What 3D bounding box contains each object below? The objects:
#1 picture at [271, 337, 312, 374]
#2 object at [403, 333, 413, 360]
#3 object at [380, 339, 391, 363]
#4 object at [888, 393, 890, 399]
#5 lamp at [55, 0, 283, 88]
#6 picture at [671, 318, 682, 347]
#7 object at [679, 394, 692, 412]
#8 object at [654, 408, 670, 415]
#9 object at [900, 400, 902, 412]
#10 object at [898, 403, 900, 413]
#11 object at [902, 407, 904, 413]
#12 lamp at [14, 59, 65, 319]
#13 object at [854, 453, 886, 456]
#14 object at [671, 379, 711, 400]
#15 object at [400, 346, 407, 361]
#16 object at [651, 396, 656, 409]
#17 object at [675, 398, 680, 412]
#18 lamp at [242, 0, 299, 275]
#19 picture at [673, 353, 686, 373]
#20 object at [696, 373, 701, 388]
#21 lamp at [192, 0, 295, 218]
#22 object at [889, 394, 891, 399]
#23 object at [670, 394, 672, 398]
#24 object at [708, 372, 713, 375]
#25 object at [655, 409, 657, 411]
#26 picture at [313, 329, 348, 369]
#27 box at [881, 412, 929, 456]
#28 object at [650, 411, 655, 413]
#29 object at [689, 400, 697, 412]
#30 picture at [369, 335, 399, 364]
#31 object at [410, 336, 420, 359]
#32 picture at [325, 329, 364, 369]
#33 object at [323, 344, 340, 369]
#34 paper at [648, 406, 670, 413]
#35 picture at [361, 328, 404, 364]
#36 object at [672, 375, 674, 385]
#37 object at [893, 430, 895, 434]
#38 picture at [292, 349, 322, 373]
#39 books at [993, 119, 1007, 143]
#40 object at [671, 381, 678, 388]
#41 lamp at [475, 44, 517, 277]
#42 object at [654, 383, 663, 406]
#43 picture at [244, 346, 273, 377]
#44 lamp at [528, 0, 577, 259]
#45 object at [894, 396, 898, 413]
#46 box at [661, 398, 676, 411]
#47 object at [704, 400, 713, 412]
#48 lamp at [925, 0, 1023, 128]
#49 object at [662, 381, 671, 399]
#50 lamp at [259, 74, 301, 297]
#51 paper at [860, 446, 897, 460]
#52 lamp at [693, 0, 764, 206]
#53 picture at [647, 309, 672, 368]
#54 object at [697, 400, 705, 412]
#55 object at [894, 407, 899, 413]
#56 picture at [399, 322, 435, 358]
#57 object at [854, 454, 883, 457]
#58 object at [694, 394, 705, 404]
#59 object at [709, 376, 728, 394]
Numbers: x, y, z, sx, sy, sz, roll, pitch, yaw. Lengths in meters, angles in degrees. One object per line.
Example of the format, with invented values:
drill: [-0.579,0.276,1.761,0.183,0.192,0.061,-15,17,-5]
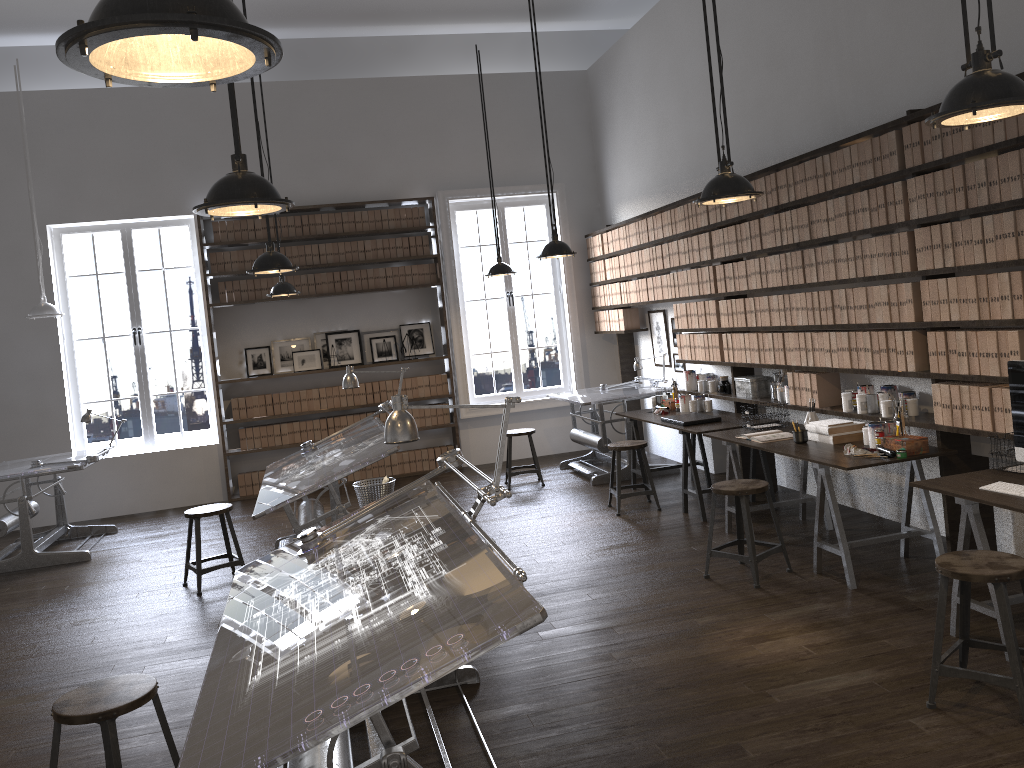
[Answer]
picture: [-2.369,-0.304,9.555,0.416,0.365,0.083,-7,2,-13]
object: [-1.135,-0.410,9.678,0.118,0.304,0.040,-6,1,-13]
object: [-1.375,-0.358,9.613,0.124,0.260,0.040,-6,1,-13]
object: [2.217,0.116,5.182,0.030,0.135,0.004,-6,1,-18]
lamp: [-0.612,-1.594,1.278,0.313,2.250,0.310,-7,2,-33]
picture: [1.584,-0.495,8.484,0.022,0.284,0.201,-6,2,-13]
object: [1.457,0.161,7.427,0.104,0.141,0.105,-7,2,-21]
object: [1.260,0.224,7.467,0.132,0.050,0.198,-5,4,16]
object: [2.086,0.181,4.744,0.006,0.182,0.053,-5,2,30]
object: [2.074,0.184,4.730,0.008,0.186,0.072,-5,2,30]
object: [2.092,0.198,4.727,0.005,0.157,0.006,-5,2,40]
lamp: [-4.164,-1.699,7.655,0.313,2.250,0.310,-7,2,-33]
object: [1.900,0.375,4.699,0.011,0.017,0.171,-8,4,-44]
object: [1.540,0.050,7.598,0.344,0.146,0.077,-5,2,9]
object: [-1.178,-0.332,9.631,0.066,0.165,0.040,-6,1,-13]
object: [1.269,0.164,7.843,0.068,0.104,0.068,-6,2,-8]
object: [1.406,0.176,7.483,0.049,0.112,0.049,-6,2,-16]
lamp: [-1.560,-1.796,5.327,0.312,2.250,0.311,-6,1,7]
picture: [1.611,-0.204,8.500,0.023,0.183,0.251,-6,3,-13]
object: [1.652,-0.021,7.791,0.051,0.139,0.050,-6,2,-15]
lamp: [-0.966,-1.669,2.792,0.312,2.250,0.311,-6,1,12]
object: [2.226,0.115,5.180,0.036,0.119,0.005,-6,1,-17]
object: [1.413,0.146,7.886,0.068,0.104,0.068,-7,2,-17]
object: [1.753,-0.036,7.854,0.070,0.130,0.070,-5,2,34]
object: [1.227,0.231,7.572,0.011,0.017,0.172,-5,4,19]
picture: [-1.956,-0.375,9.656,0.370,0.405,0.091,-7,1,-13]
box: [2.077,0.260,4.702,0.138,0.207,0.212,-6,3,-13]
object: [1.223,0.235,7.566,0.157,0.006,0.006,-9,4,-33]
object: [1.497,0.183,7.323,0.061,0.094,0.062,-5,2,27]
picture: [-1.406,-0.380,9.740,0.290,0.290,0.127,-7,2,-13]
object: [-1.072,-0.398,9.721,0.111,0.261,0.040,-6,1,-13]
picture: [-1.822,-0.380,9.634,0.374,0.391,0.149,-7,2,-13]
object: [-1.932,-0.291,9.469,0.175,0.260,0.040,-6,1,-13]
paper: [1.251,0.219,7.600,0.138,0.038,0.155,-8,5,-28]
picture: [-1.431,-0.414,9.777,0.434,0.361,0.095,-7,2,-13]
object: [1.393,0.029,7.609,0.007,0.214,0.055,-5,2,22]
object: [2.081,0.281,4.829,0.005,0.130,0.040,-6,2,-15]
picture: [-2.201,-0.248,9.517,0.300,0.229,0.144,-7,2,-13]
books: [2.328,-1.237,4.111,0.175,0.225,0.067,-6,2,-13]
object: [1.442,0.086,7.812,0.068,0.229,0.069,-6,2,-16]
lamp: [-0.224,-2.176,8.578,0.313,2.250,0.310,-7,2,-33]
object: [1.291,0.104,7.777,0.068,0.229,0.069,-6,2,-16]
picture: [-2.714,-0.239,9.494,0.267,0.315,0.058,-7,1,-13]
lamp: [0.224,-2.082,6.683,0.313,2.250,0.310,-7,2,-33]
object: [2.071,0.171,4.748,0.007,0.214,0.055,-6,1,-6]
box: [1.394,0.174,7.650,0.138,0.083,0.212,-7,4,-13]
object: [1.610,0.178,7.245,0.061,0.094,0.062,-4,3,36]
lamp: [1.214,-1.871,2.458,0.312,2.250,0.311,-6,1,12]
object: [1.360,0.092,7.793,0.068,0.237,0.069,-6,2,-16]
lamp: [-2.213,-1.935,8.116,0.313,2.250,0.310,-7,2,-33]
paper: [1.934,0.365,4.684,0.137,0.038,0.155,-6,4,2]
lamp: [0.859,-1.946,3.971,0.312,2.250,0.311,-6,1,12]
picture: [1.484,-0.457,8.889,0.040,0.574,0.415,-6,2,-13]
object: [1.552,0.181,7.280,0.062,0.093,0.063,-4,3,36]
object: [2.068,0.197,4.739,0.037,0.153,0.008,-5,2,36]
picture: [-1.055,-0.493,9.835,0.343,0.364,0.161,-7,2,-13]
object: [1.894,0.378,4.703,0.156,0.006,0.006,-5,3,7]
object: [1.572,0.157,7.405,0.094,0.128,0.095,-6,2,-9]
object: [1.735,0.023,7.377,0.107,0.161,0.237,-4,4,43]
